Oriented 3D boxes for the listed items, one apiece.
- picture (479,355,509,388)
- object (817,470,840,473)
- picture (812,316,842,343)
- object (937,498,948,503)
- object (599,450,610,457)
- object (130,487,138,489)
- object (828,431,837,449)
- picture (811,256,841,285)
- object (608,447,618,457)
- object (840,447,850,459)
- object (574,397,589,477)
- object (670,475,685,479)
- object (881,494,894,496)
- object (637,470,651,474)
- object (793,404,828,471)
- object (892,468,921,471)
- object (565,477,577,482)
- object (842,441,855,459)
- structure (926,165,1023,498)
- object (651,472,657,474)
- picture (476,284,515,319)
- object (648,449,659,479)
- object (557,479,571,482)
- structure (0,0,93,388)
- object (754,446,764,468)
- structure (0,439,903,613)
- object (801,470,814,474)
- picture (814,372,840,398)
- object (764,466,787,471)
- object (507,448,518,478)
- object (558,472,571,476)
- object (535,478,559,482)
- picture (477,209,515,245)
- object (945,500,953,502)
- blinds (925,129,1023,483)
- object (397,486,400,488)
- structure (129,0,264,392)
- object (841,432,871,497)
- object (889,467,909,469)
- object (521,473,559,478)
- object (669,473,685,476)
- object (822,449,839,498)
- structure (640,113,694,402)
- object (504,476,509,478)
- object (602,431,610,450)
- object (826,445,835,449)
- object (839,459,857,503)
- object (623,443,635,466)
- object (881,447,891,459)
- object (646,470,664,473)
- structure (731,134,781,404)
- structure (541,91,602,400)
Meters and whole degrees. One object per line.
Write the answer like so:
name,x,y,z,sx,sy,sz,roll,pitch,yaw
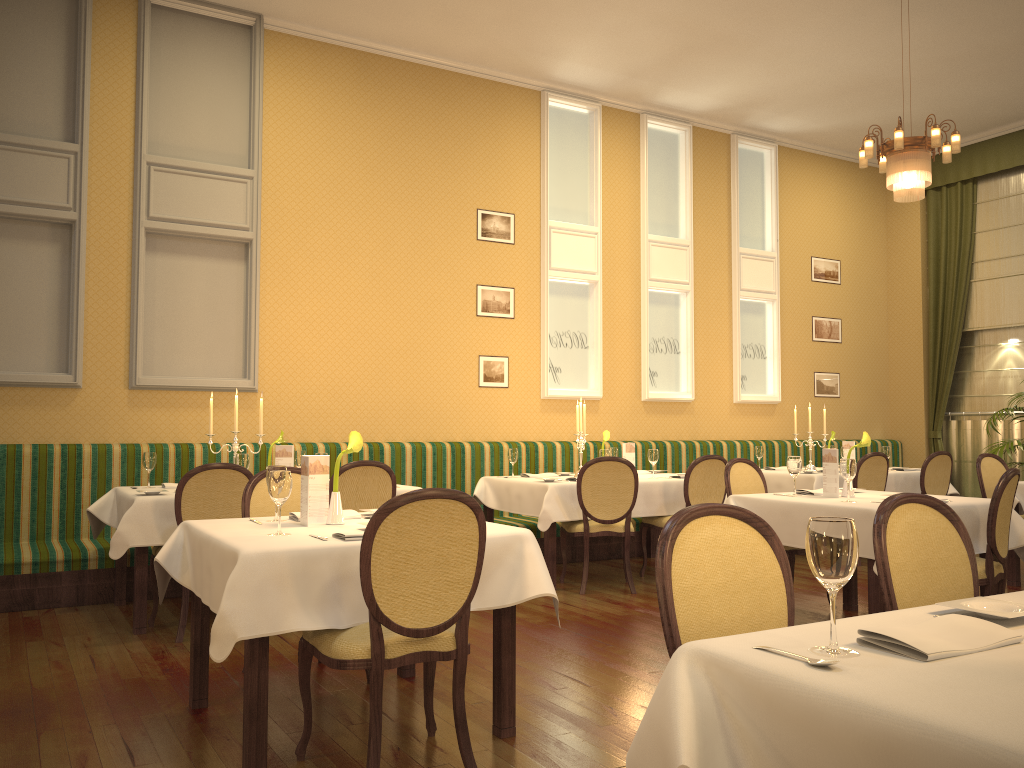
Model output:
picture,-0.168,-0.113,8.198,0.313,0.294,0.008,2,-3,-30
object,2.887,0.782,7.961,0.273,0.033,0.142,2,-3,-30
picture,3.723,-0.640,10.478,0.504,0.294,0.008,2,-3,-30
object,2.147,0.616,4.669,0.273,0.024,0.142,2,-3,-30
object,0.704,0.613,6.731,0.088,0.229,0.088,-1,-3,18
object,-2.412,0.659,5.659,0.038,0.015,0.181,2,-3,-29
object,3.075,0.639,8.552,0.163,0.375,0.076,3,-4,-43
picture,3.725,-1.344,10.514,0.504,0.294,0.008,2,-3,-30
object,0.859,0.655,7.542,0.088,0.229,0.088,0,-3,12
object,3.041,0.688,8.080,0.088,0.229,0.088,-1,-3,18
object,0.546,0.420,7.041,0.131,0.655,0.390,1,-3,-16
object,1.398,0.736,7.041,0.273,0.024,0.142,2,-3,-30
object,2.144,0.626,4.885,0.160,0.024,0.160,2,-3,-30
object,1.042,0.761,7.630,0.273,0.033,0.142,2,-3,-30
object,2.810,0.492,8.358,0.131,0.655,0.390,1,-3,-24
object,3.735,0.810,8.390,0.273,0.024,0.142,2,-3,-30
object,0.551,0.708,6.611,0.273,0.033,0.142,2,-3,-30
object,3.197,0.687,8.483,0.081,0.277,0.166,1,-3,-14
structure,5.541,-0.601,9.894,0.123,4.511,1.942,2,-3,-30
object,1.194,0.772,7.700,0.038,0.015,0.181,2,-3,-29
picture,-0.151,-0.763,8.241,0.401,0.294,0.008,2,-3,-30
object,1.111,0.627,6.977,0.088,0.229,0.088,-1,-3,18
object,0.382,0.712,6.575,0.038,0.015,0.181,2,-3,-29
structure,-3.556,-1.529,6.327,0.956,3.103,0.200,2,-3,-30
object,2.344,0.703,8.406,0.088,0.229,0.088,-1,-3,18
structure,-1.418,0.981,6.960,14.516,1.031,0.850,2,-3,-30
object,2.608,0.776,7.805,0.160,0.024,0.160,2,-3,-30
picture,3.710,0.010,10.438,0.437,0.294,0.008,2,-3,-30
object,2.558,0.807,8.463,0.273,0.033,0.142,2,-3,-30
object,0.008,0.628,7.056,0.088,0.229,0.088,-1,-3,18
object,0.439,0.747,7.338,0.160,0.024,0.160,2,-3,-30
object,0.271,0.702,6.456,0.160,0.024,0.160,2,-3,-30
picture,-0.149,-1.467,8.277,0.401,0.294,0.008,2,-3,-30
object,2.309,0.627,4.825,0.038,0.015,0.181,2,-3,-29
blinds,5.443,-0.617,9.836,0.225,4.537,1.934,2,-3,-31
object,-0.781,0.672,5.844,0.038,0.015,0.181,2,-3,-29
structure,-2.456,-1.494,6.963,0.956,3.103,0.200,2,-3,-30
object,1.960,0.458,5.061,0.163,0.375,0.076,-2,-4,37
object,3.731,0.820,8.606,0.160,0.024,0.160,2,-3,-30
object,0.221,0.733,7.113,0.273,0.033,0.142,2,-3,-30
object,1.395,0.745,7.257,0.160,0.024,0.160,2,-3,-30
object,1.822,0.510,5.078,0.081,0.277,0.166,-1,-3,16
structure,1.603,-1.307,9.304,0.661,2.985,0.200,2,-3,-30
object,-0.072,0.733,7.011,0.038,0.015,0.181,2,-3,-29
object,0.741,0.561,7.128,0.076,0.375,0.163,1,-3,-8
object,3.196,0.730,8.892,0.088,0.229,0.088,-1,-3,18
object,1.793,0.514,4.727,0.088,0.229,0.088,0,-3,12
object,0.956,0.615,7.173,0.081,0.277,0.166,-1,-3,21
object,3.483,0.698,8.257,0.088,0.229,0.088,-1,-3,18
object,1.260,0.772,7.791,0.160,0.024,0.160,2,-3,-30
structure,2.702,-1.271,9.938,0.670,2.985,0.200,2,-3,-30
structure,0.567,-1.340,8.706,0.687,2.985,0.200,2,-3,-30
